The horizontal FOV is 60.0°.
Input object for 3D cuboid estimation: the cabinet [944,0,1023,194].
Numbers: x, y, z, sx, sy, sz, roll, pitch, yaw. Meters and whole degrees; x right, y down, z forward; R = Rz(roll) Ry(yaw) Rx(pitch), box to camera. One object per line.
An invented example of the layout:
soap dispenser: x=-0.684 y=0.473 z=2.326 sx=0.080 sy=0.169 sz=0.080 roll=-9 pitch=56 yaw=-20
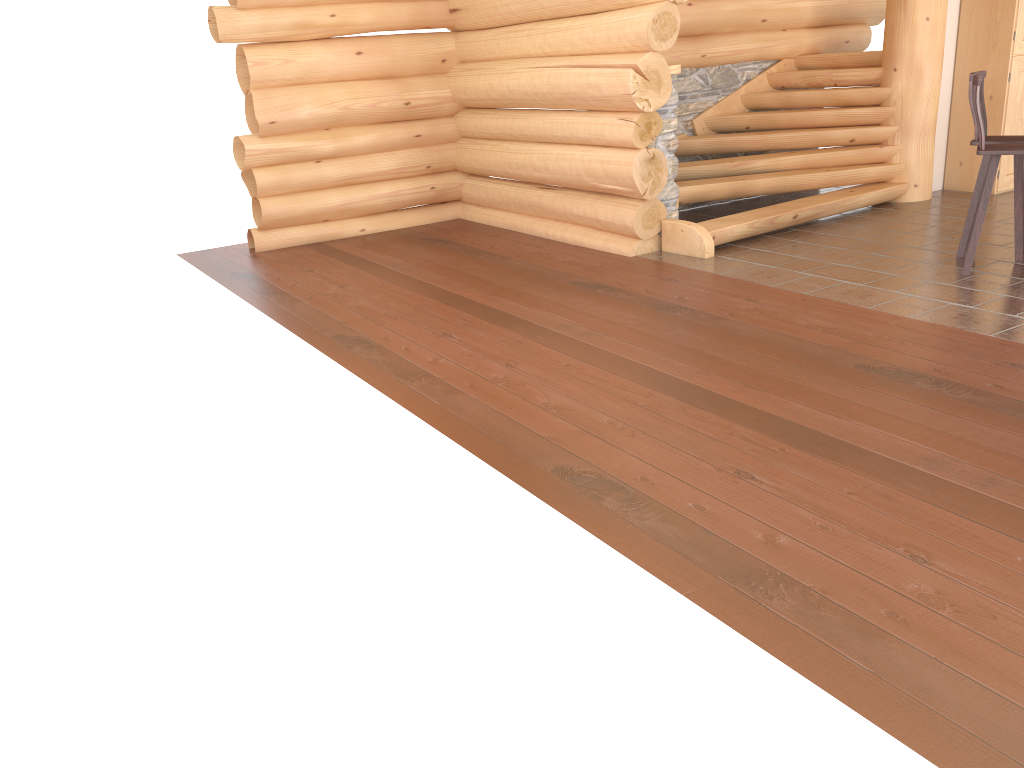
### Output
cabinet: x=5.448 y=-3.337 z=9.233 sx=1.847 sy=2.403 sz=0.670 roll=-16 pitch=23 yaw=-28

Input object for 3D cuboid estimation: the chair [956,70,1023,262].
chair: x=3.578 y=-1.598 z=6.499 sx=0.504 sy=1.319 sz=0.406 roll=12 pitch=26 yaw=37

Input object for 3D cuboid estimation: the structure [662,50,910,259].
structure: x=2.372 y=-2.495 z=8.720 sx=3.604 sy=1.643 sz=1.951 roll=-19 pitch=25 yaw=-33

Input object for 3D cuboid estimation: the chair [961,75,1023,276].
chair: x=3.365 y=-1.418 z=6.058 sx=0.504 sy=1.319 sz=0.406 roll=6 pitch=23 yaw=27
